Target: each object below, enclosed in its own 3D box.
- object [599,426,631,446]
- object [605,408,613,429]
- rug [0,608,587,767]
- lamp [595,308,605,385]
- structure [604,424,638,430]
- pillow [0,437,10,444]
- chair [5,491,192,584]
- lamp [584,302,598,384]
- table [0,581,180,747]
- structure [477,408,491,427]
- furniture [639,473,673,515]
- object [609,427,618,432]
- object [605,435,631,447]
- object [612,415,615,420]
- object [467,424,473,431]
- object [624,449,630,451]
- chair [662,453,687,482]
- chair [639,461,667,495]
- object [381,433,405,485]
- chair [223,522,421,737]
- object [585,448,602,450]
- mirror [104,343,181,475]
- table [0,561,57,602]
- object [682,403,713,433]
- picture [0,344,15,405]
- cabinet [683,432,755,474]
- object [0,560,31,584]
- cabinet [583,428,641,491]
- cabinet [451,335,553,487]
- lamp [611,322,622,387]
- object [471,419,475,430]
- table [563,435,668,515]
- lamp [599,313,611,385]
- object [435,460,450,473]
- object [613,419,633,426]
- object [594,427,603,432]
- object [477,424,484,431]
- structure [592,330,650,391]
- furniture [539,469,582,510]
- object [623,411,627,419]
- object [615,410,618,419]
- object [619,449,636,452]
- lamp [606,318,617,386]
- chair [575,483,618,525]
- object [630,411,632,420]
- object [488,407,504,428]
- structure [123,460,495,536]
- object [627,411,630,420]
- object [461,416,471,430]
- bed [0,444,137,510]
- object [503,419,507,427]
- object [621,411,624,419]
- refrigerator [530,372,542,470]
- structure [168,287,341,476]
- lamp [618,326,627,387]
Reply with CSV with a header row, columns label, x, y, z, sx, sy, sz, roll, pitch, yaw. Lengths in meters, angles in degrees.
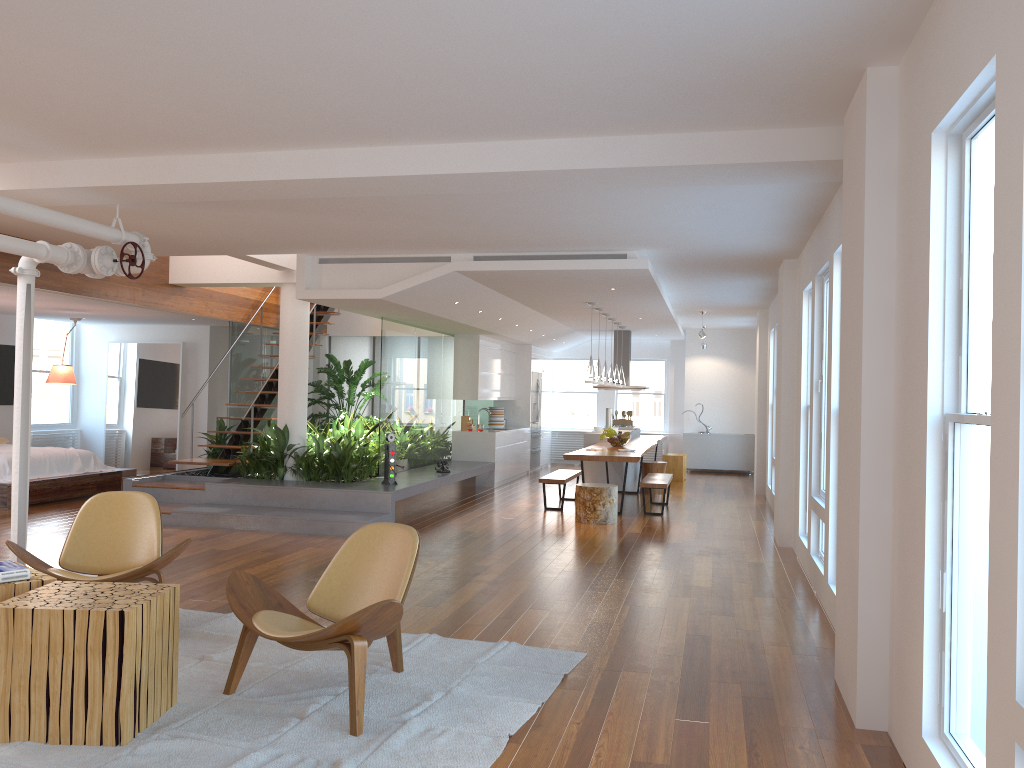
label,x,y,z,sx,sy,sz,roll,pitch,yaw
object,1.419,0.716,12.069,0.394,0.284,0.292,2,-1,-23
object,1.649,0.586,14.952,0.172,0.356,0.120,2,-1,-29
rug,-1.791,1.352,3.608,3.525,0.057,3.478,1,-1,17
lamp,1.136,-0.525,11.565,0.160,1.060,0.160,1,-1,40
structure,1.888,0.738,15.365,0.520,0.073,0.650,1,-1,13
pillow,-6.979,0.763,11.071,0.467,0.212,1.410,1,-1,11
chair,-2.223,1.026,4.971,0.856,0.752,0.867,1,-1,18
lamp,0.974,-0.537,10.861,0.160,1.060,0.160,1,-1,40
table,-1.730,1.129,3.622,0.548,0.534,0.489,1,-1,1
structure,-0.451,0.655,14.535,0.248,0.536,0.115,1,-1,13
furniture,1.789,1.356,10.943,0.316,0.389,1.433,1,-1,13
object,1.536,0.701,13.395,0.152,0.082,0.152,2,-1,-26
object,1.439,0.779,12.048,0.360,0.159,0.360,2,-1,-24
object,1.827,0.637,15.846,0.199,0.259,0.016,1,-1,23
object,-0.643,0.663,13.537,0.094,0.106,0.094,1,-1,19
object,1.428,0.823,11.001,0.070,0.030,0.079,2,-1,-34
chair,2.733,1.402,14.924,0.344,0.430,0.549,1,-1,17
chair,2.037,1.354,12.812,0.396,0.455,0.402,1,-1,3
object,-1.286,0.817,9.642,0.134,0.565,0.318,2,-1,-41
chair,-0.774,1.044,3.902,0.867,0.752,0.856,2,-1,-27
object,1.027,0.822,11.142,0.222,0.020,0.222,2,-1,-37
mirror,-5.771,0.385,13.836,1.267,2.044,0.049,1,-1,13
table,-2.384,1.119,3.924,0.548,0.534,0.489,1,-1,43
object,3.512,0.643,16.726,0.590,0.563,0.210,1,-1,-16
picture,-7.408,-0.146,11.349,0.001,0.854,2.969,1,-1,13
cabinet,3.883,1.295,16.674,1.309,0.725,0.420,1,-1,13
object,-2.318,0.829,3.849,0.279,0.048,0.334,1,-1,44
cabinet,1.671,1.173,14.463,0.597,0.832,2.936,1,-1,13
cabinet,-0.054,0.440,15.479,0.676,2.280,4.565,1,-1,13
lamp,1.621,-0.488,13.679,0.160,1.060,0.160,1,-1,40
object,-0.650,0.641,14.072,0.100,0.170,0.173,1,-1,15
table,1.683,1.220,13.027,0.893,0.704,5.996,1,-1,13
lamp,1.297,-0.513,12.270,0.160,1.060,0.160,1,-1,40
object,-0.891,1.047,11.308,0.216,0.155,0.181,2,-1,-22
object,1.975,0.701,15.803,0.353,0.157,0.084,1,-1,13
object,1.321,0.698,13.572,0.152,0.082,0.152,2,-1,-38
object,-0.476,0.665,13.451,0.094,0.106,0.094,1,-1,19
structure,1.913,-0.593,15.354,0.909,1.405,0.900,1,-1,13
furniture,0.627,1.335,11.211,0.316,0.389,1.433,1,-1,13
object,2.008,0.623,15.786,0.057,0.299,0.019,1,-1,13
object,1.863,0.620,15.840,0.055,0.299,0.027,1,-1,13
object,1.427,0.829,11.001,0.222,0.020,0.222,1,-1,5
lamp,1.459,-0.501,12.974,0.160,1.060,0.160,1,-1,40
chair,0.931,1.314,9.767,0.460,0.400,0.460,1,-1,23
object,2.111,0.626,15.784,0.057,0.294,0.030,1,-1,13
object,-0.269,0.570,15.064,0.267,0.356,0.266,1,-1,39
structure,-2.237,1.289,11.432,3.088,0.386,5.584,1,-1,13
object,2.071,0.625,15.775,0.068,0.298,0.039,1,-1,13
object,-0.719,0.611,13.833,0.104,0.222,0.200,1,-1,13
bed,-6.360,1.077,10.971,2.314,0.595,2.207,1,-1,13
object,-0.218,0.659,15.446,0.284,0.196,0.265,2,-1,-35
object,1.980,0.623,15.813,0.061,0.299,0.040,1,-1,11
refrigerator,0.161,0.669,16.187,0.725,1.772,0.908,1,-1,13
structure,-2.250,-0.788,12.151,2.552,4.265,4.591,1,-1,13
lamp,1.783,-0.476,14.384,0.160,1.060,0.160,1,-1,40
